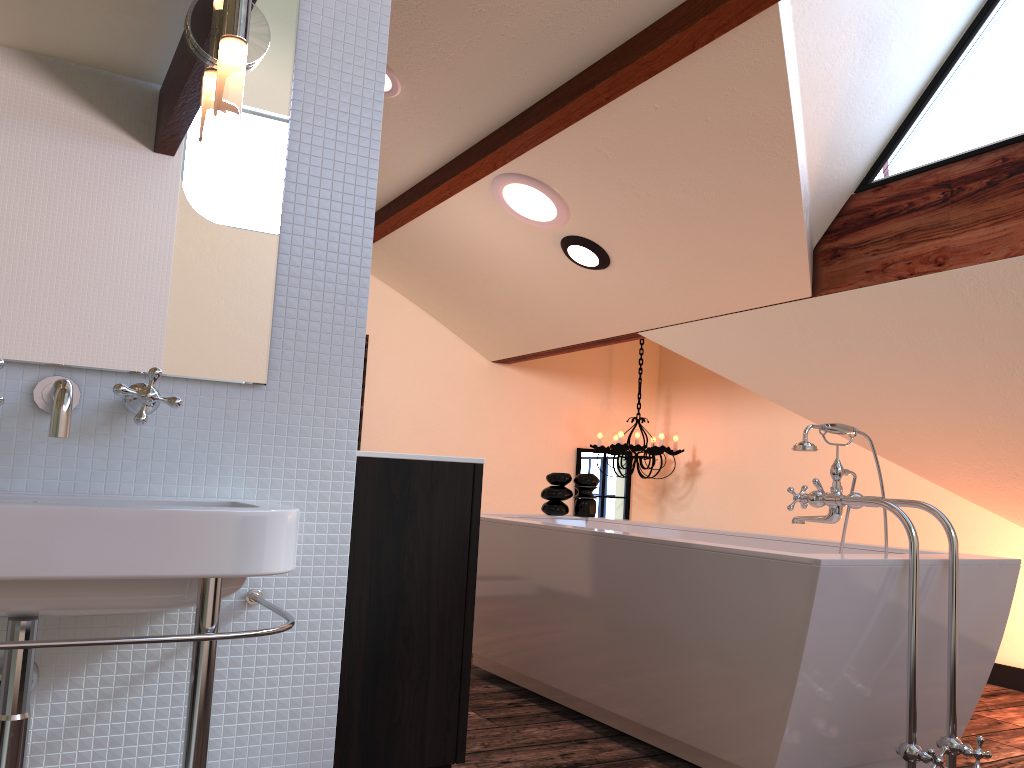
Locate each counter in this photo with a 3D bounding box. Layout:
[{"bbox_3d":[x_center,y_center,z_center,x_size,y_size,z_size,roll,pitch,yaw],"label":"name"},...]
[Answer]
[{"bbox_3d":[-0.646,0.387,2.656,0.443,0.295,1.859,7,-8,-29],"label":"counter"}]

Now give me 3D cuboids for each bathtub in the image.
[{"bbox_3d":[0.515,0.934,3.215,0.800,0.691,2.221,6,-8,-29],"label":"bathtub"}]

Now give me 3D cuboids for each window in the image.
[{"bbox_3d":[0.607,0.844,5.969,0.450,0.699,0.046,6,-6,-29],"label":"window"},{"bbox_3d":[1.263,-1.353,1.238,2.111,0.674,3.525,7,-8,-29],"label":"window"}]

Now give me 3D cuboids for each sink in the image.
[{"bbox_3d":[-0.630,0.552,1.105,0.682,0.782,0.347,6,-6,-29],"label":"sink"}]

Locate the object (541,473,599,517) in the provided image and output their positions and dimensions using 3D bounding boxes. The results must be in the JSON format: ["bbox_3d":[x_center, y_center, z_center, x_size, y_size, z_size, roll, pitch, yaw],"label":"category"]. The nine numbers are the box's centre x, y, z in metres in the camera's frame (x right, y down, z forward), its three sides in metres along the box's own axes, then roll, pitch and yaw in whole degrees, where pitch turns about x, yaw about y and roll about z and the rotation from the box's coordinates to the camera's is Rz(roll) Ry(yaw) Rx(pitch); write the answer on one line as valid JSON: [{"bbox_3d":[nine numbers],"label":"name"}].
[{"bbox_3d":[0.273,0.579,4.188,0.276,0.228,0.157,3,-5,1],"label":"object"}]

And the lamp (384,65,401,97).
[{"bbox_3d":[-0.519,-1.284,3.330,0.206,0.101,0.229,6,-7,-24],"label":"lamp"}]

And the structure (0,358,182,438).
[{"bbox_3d":[-0.606,0.023,1.205,0.298,0.122,0.237,7,-8,-29],"label":"structure"}]

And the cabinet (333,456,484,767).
[{"bbox_3d":[-0.688,0.708,2.615,0.386,0.919,1.860,6,-7,-29],"label":"cabinet"}]

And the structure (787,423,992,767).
[{"bbox_3d":[0.970,0.670,2.388,0.384,1.116,0.555,4,-5,-14],"label":"structure"}]

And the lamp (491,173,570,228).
[{"bbox_3d":[0.076,-0.846,3.697,0.329,0.171,0.370,7,-8,-33],"label":"lamp"}]

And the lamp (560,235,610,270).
[{"bbox_3d":[0.321,-0.636,3.881,0.214,0.129,0.246,7,-8,-33],"label":"lamp"}]

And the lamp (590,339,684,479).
[{"bbox_3d":[0.816,0.114,5.726,0.541,1.121,0.617,5,-6,-18],"label":"lamp"}]

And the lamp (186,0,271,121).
[{"bbox_3d":[-0.441,-0.640,1.405,0.131,0.364,0.083,6,-6,-29],"label":"lamp"}]

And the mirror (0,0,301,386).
[{"bbox_3d":[-0.629,-0.662,1.356,0.605,1.272,0.011,6,-6,-29],"label":"mirror"}]
